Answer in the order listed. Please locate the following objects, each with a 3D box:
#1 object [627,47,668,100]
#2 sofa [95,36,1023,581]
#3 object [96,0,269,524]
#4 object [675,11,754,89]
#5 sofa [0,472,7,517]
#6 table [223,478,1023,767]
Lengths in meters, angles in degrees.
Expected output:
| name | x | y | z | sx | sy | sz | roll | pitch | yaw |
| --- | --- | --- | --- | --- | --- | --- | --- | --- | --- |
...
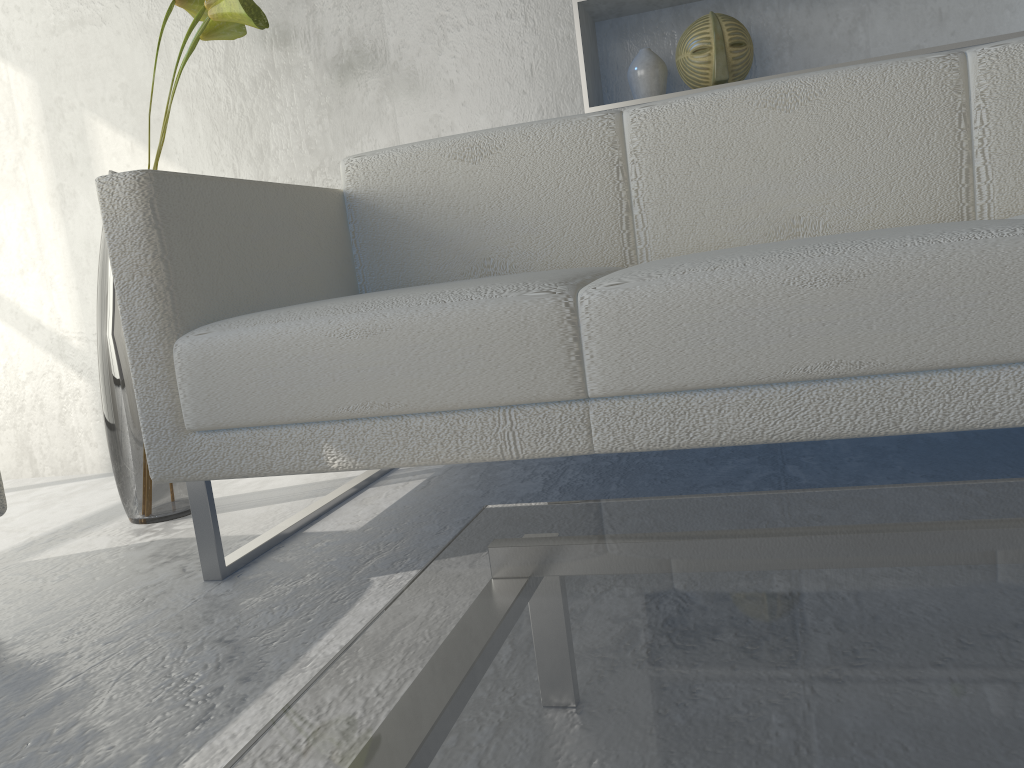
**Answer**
| name | x | y | z | sx | sy | sz | roll | pitch | yaw |
| --- | --- | --- | --- | --- | --- | --- | --- | --- | --- |
| object | 0.293 | -0.656 | 1.910 | 0.086 | 0.128 | 0.086 | -4 | 8 | 27 |
| sofa | 0.455 | -0.173 | 1.366 | 1.881 | 0.658 | 0.821 | -5 | 8 | 16 |
| object | -0.585 | -0.278 | 1.685 | 0.400 | 1.051 | 0.387 | 0 | 10 | 44 |
| object | 0.426 | -0.691 | 1.841 | 0.163 | 0.179 | 0.088 | -7 | 8 | 6 |
| sofa | -1.324 | 0.187 | 0.400 | 0.821 | 0.658 | 1.881 | -5 | 8 | 16 |
| table | 0.235 | 0.232 | 0.333 | 0.730 | 0.190 | 0.773 | -5 | 8 | 16 |
